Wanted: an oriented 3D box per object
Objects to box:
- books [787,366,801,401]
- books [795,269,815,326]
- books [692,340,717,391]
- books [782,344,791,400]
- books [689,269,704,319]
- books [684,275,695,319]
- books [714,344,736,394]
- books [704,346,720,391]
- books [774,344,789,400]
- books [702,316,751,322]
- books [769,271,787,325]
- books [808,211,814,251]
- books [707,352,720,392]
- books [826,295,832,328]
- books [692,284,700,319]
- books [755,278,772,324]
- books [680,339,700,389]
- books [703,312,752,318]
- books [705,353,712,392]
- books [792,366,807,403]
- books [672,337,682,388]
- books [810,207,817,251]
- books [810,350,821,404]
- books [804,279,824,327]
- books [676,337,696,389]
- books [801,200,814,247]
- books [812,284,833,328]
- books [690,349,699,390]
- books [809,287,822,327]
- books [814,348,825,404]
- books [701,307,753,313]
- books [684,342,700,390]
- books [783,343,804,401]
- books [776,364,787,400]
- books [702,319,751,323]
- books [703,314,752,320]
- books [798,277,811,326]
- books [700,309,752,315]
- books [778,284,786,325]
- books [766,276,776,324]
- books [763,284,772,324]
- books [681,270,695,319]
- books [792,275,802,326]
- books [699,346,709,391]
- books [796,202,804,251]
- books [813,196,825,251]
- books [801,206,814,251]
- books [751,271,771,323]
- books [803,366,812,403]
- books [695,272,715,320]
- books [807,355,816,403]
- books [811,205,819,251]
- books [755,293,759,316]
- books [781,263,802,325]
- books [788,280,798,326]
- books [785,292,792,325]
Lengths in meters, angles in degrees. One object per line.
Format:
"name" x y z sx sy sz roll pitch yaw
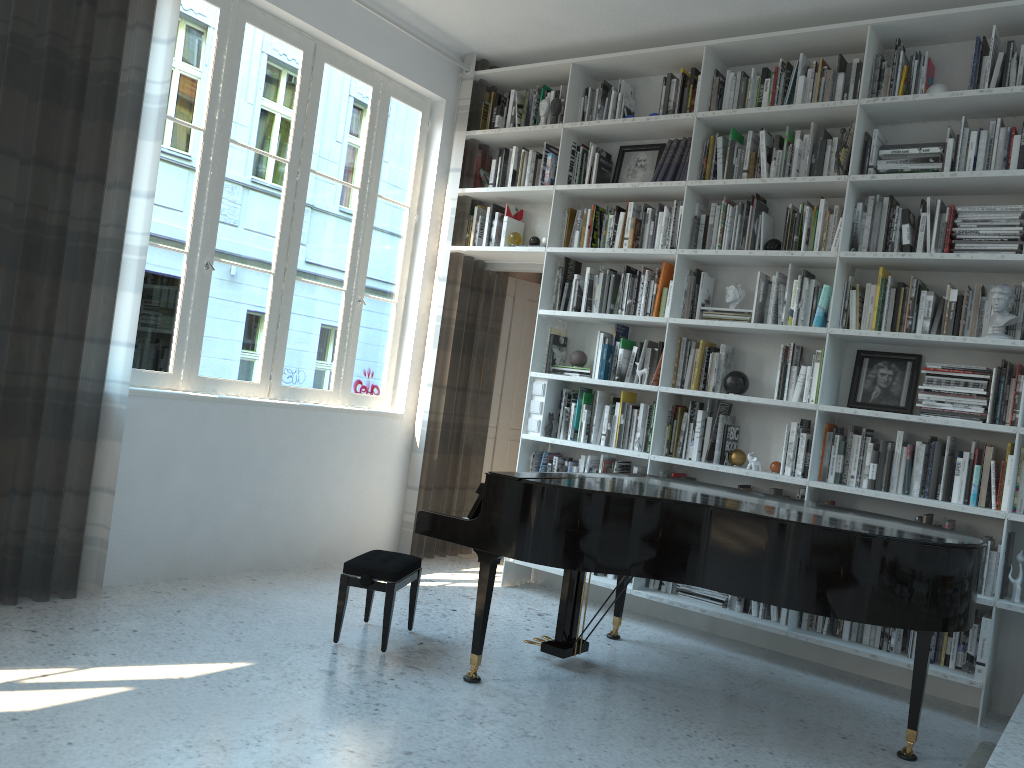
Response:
"books" 1.450 0.007 4.517 0.030 0.183 0.154 8 0 35
"books" 1.490 -0.418 4.505 0.011 0.301 0.178 8 0 35
"books" 1.036 -0.091 4.780 0.026 0.274 0.190 8 0 35
"books" 1.429 -0.050 4.533 0.011 0.291 0.156 8 0 35
"books" 1.023 -0.474 4.876 0.011 0.298 0.136 8 0 35
"books" 0.996 -0.457 4.871 0.024 0.257 0.134 8 0 35
"books" 1.139 -0.074 4.740 0.028 0.266 0.144 8 0 35
"books" 1.089 -0.070 4.786 0.028 0.247 0.142 8 0 35
"books" 1.394 -0.051 4.549 0.012 0.285 0.159 8 0 35
"books" 1.165 -0.337 4.737 0.254 0.012 0.161 7 -1 31
"books" 1.379 -0.424 4.581 0.012 0.286 0.167 8 0 35
"books" 1.545 -0.750 4.525 0.011 0.236 0.130 8 0 35
"books" 1.104 -0.053 4.744 0.028 0.216 0.175 8 0 35
"books" 1.613 -0.342 4.431 0.027 0.181 0.142 8 0 35
"books" 1.029 -0.429 4.854 0.034 0.209 0.136 8 0 35
"books" 1.322 -0.412 4.619 0.030 0.247 0.174 8 0 35
"books" 0.980 -0.098 4.850 0.026 0.275 0.154 8 0 35
"books" 1.169 -0.362 4.738 0.254 0.012 0.161 7 -1 32
"books" 1.090 -0.051 4.758 0.011 0.208 0.180 8 0 35
"books" 1.476 0.007 4.479 0.057 0.188 0.156 8 0 35
"books" 0.938 -0.108 4.886 0.012 0.285 0.159 8 0 35
"books" 1.550 -0.758 4.507 0.017 0.253 0.139 8 0 35
"books" 1.545 -0.025 4.435 0.027 0.269 0.178 8 0 35
"books" 1.532 -0.390 4.499 0.022 0.256 0.152 8 0 35
"books" 0.957 -0.106 4.861 0.025 0.284 0.145 8 0 35
"books" 1.519 -0.779 4.543 0.033 0.287 0.155 8 0 35
"books" 1.571 -0.371 4.442 0.060 0.227 0.179 8 0 35
"books" 1.024 -0.069 4.812 0.025 0.228 0.153 8 0 35
"books" 1.549 -0.369 4.486 0.026 0.219 0.150 8 0 35
"books" 1.556 -0.028 4.416 0.011 0.279 0.187 8 0 35
"books" 1.171 -0.386 4.736 0.285 0.012 0.159 7 -1 31
"books" 1.000 -0.090 4.827 0.036 0.263 0.166 8 0 35
"books" 1.436 -0.053 4.524 0.012 0.298 0.166 8 0 35
"books" 1.400 -0.001 4.534 0.025 0.186 0.154 8 0 35
"books" 1.168 -0.325 4.744 0.254 0.012 0.161 7 -1 35
"books" 1.165 -0.350 4.735 0.254 0.012 0.161 7 -1 30
"books" 1.502 -0.396 4.496 0.023 0.260 0.170 8 0 35
"books" 1.172 -0.373 4.740 0.285 0.012 0.159 7 -1 37
"books" 1.409 -0.389 4.577 0.048 0.225 0.149 8 0 35
"books" 1.371 -0.416 4.601 0.022 0.267 0.151 8 0 35
"books" 1.358 -0.397 4.626 0.024 0.227 0.137 8 0 35
"books" 0.987 -0.472 4.886 0.012 0.285 0.159 8 0 35
"books" 1.474 -0.402 4.505 0.012 0.265 0.193 8 0 35
"books" 1.062 -0.072 4.785 0.014 0.244 0.153 8 0 35
"books" 1.497 -0.776 4.545 0.005 0.275 0.157 8 0 35
"books" 1.568 -0.782 4.491 0.006 0.304 0.165 8 0 35
"books" 1.515 -0.758 4.502 0.013 0.244 0.189 8 0 35
"books" 1.302 -0.433 4.641 0.012 0.285 0.159 8 0 35
"books" 1.512 0.012 4.460 0.024 0.188 0.172 8 0 35
"books" 1.053 -0.461 4.833 0.021 0.278 0.136 8 0 35
"books" 1.524 -0.015 4.441 0.012 0.244 0.171 8 0 35
"books" 1.559 -0.757 4.492 0.006 0.253 0.180 8 0 35
"books" 1.315 -0.405 4.645 0.010 0.232 0.154 8 0 35
"books" 1.435 -0.439 4.553 0.010 0.329 0.173 8 0 35
"books" 1.462 -0.394 4.524 0.028 0.247 0.170 8 0 35
"books" 1.448 -0.367 4.555 0.025 0.189 0.140 8 0 35
